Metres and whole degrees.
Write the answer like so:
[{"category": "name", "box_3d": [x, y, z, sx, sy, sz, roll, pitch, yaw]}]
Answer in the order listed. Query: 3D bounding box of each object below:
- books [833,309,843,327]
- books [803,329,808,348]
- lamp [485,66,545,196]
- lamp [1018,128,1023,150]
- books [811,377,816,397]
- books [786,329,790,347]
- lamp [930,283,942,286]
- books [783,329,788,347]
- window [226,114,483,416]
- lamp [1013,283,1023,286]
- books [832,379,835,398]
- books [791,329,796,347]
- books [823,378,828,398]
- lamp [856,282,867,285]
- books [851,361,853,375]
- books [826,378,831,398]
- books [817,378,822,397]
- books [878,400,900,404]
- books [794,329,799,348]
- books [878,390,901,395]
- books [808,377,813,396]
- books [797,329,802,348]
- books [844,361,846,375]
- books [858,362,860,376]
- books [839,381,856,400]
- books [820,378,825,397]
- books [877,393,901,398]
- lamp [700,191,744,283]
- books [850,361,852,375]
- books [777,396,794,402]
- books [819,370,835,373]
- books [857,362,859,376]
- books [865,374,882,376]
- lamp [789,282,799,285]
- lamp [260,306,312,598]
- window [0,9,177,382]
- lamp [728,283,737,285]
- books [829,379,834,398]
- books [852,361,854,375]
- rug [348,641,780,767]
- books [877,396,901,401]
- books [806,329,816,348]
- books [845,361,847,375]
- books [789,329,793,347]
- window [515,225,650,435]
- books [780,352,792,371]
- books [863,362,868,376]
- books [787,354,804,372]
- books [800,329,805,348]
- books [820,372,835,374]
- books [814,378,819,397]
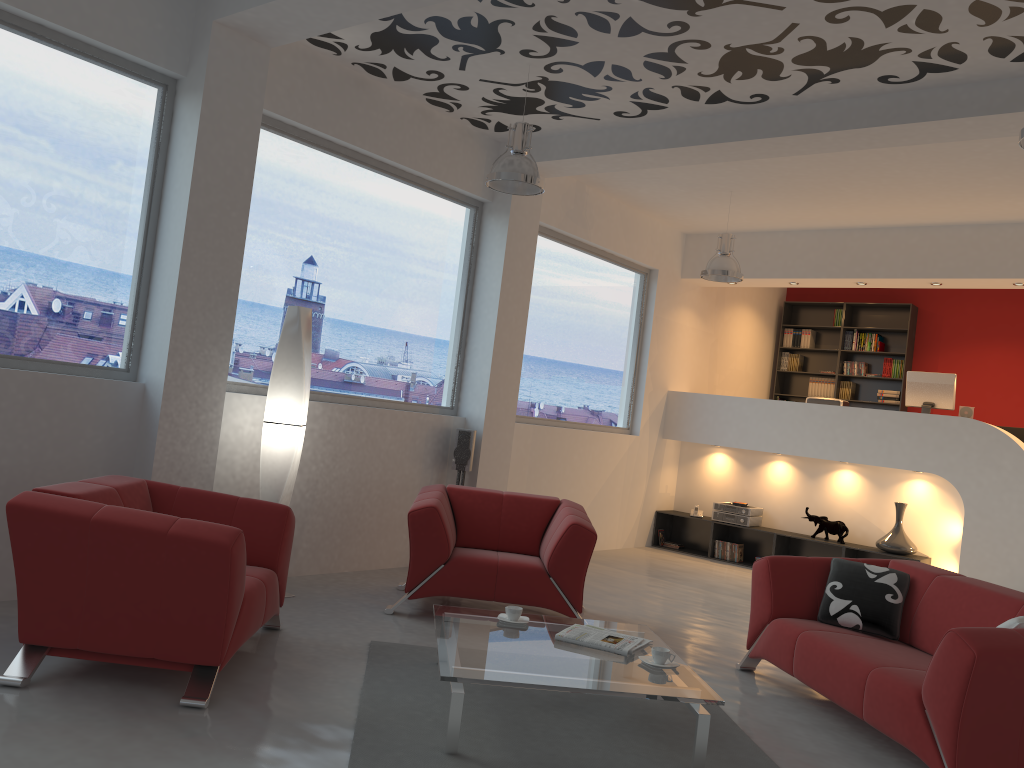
[{"category": "books", "box_3d": [4.324, -0.846, 11.640, 0.146, 0.240, 0.170, 6, -2, 39]}, {"category": "books", "box_3d": [3.968, -0.588, 11.877, 0.040, 0.260, 0.200, 6, -2, 39]}, {"category": "lamp", "box_3d": [0.066, -1.641, 5.635, 0.379, 0.800, 0.379, 8, -2, -22]}, {"category": "lamp", "box_3d": [2.398, -1.416, 3.746, 0.379, 0.800, 0.379, 6, -2, 32]}, {"category": "books", "box_3d": [4.025, 0.052, 11.749, 0.040, 0.260, 0.200, 6, -2, 39]}, {"category": "books", "box_3d": [3.779, -0.607, 12.029, 0.040, 0.260, 0.200, 6, -2, 39]}, {"category": "lamp", "box_3d": [4.057, -0.954, 8.479, 0.105, 0.011, 0.105, 6, -2, 28]}, {"category": "books", "box_3d": [3.748, -0.610, 12.055, 0.040, 0.260, 0.200, 6, -2, 39]}, {"category": "window", "box_3d": [-1.130, -0.747, 6.483, 0.100, 1.800, 2.400, 6, -2, 39]}, {"category": "lamp", "box_3d": [4.599, -0.902, 8.039, 0.105, 0.011, 0.105, 6, -2, 28]}, {"category": "books", "box_3d": [4.245, 0.073, 11.571, 0.040, 0.260, 0.200, 6, -2, 39]}, {"category": "books", "box_3d": [3.842, -0.601, 11.979, 0.040, 0.260, 0.200, 6, -2, 39]}, {"category": "books", "box_3d": [4.150, 0.064, 11.647, 0.040, 0.260, 0.200, 6, -2, 39]}, {"category": "lamp", "box_3d": [3.515, -1.007, 8.918, 0.105, 0.011, 0.105, 6, -2, 28]}, {"category": "books", "box_3d": [4.425, -0.191, 11.486, 0.031, 0.190, 0.135, 6, -2, 39]}, {"category": "books", "box_3d": [4.182, 0.067, 11.622, 0.040, 0.260, 0.200, 6, -2, 39]}, {"category": "books", "box_3d": [4.087, 0.058, 11.698, 0.040, 0.260, 0.200, 6, -2, 39]}, {"category": "books", "box_3d": [4.760, 0.233, 11.123, 0.260, 0.040, 0.200, 5, -2, 40]}, {"category": "books", "box_3d": [3.873, -0.598, 11.953, 0.040, 0.260, 0.200, 6, -2, 39]}, {"category": "books", "box_3d": [4.757, 0.112, 11.125, 0.260, 0.040, 0.200, 6, -2, 39]}, {"category": "books", "box_3d": [3.993, 0.049, 11.774, 0.040, 0.260, 0.200, 6, -2, 39]}, {"category": "books", "box_3d": [3.905, -0.594, 11.928, 0.040, 0.260, 0.200, 6, -2, 39]}, {"category": "books", "box_3d": [4.355, -0.197, 11.543, 0.031, 0.190, 0.135, 6, -2, 39]}, {"category": "books", "box_3d": [4.495, -0.184, 11.430, 0.031, 0.190, 0.135, 6, -2, 39]}, {"category": "books", "box_3d": [4.348, 0.094, 11.500, 0.146, 0.240, 0.170, 6, -2, 39]}, {"category": "books", "box_3d": [4.119, 0.061, 11.673, 0.040, 0.260, 0.200, 6, -2, 39]}, {"category": "books", "box_3d": [4.749, 0.151, 11.136, 0.260, 0.040, 0.200, 6, -2, 38]}, {"category": "lamp", "box_3d": [1.928, -1.341, 7.969, 0.379, 0.800, 0.379, 7, -2, 10]}, {"category": "books", "box_3d": [4.413, -0.192, 11.496, 0.031, 0.190, 0.135, 6, -2, 39]}, {"category": "books", "box_3d": [3.741, 0.329, 11.925, 0.341, 0.286, 0.231, 6, -2, 39]}, {"category": "books", "box_3d": [4.167, -0.158, 11.688, 0.190, 0.015, 0.135, 6, -2, 39]}, {"category": "books", "box_3d": [4.483, -0.185, 11.439, 0.031, 0.190, 0.135, 6, -2, 39]}, {"category": "books", "box_3d": [4.630, -0.113, 11.313, 0.190, 0.015, 0.135, 5, -2, 44]}, {"category": "lamp", "box_3d": [2.972, -1.059, 9.357, 0.105, 0.011, 0.105, 6, -2, 28]}, {"category": "lamp", "box_3d": [-1.423, 0.406, 5.480, 0.313, 1.779, 0.313, 6, -2, 31]}, {"category": "window", "box_3d": [-2.867, -1.027, 4.305, 0.100, 1.800, 2.400, 6, -2, 39]}, {"category": "lamp", "box_3d": [2.430, -1.111, 9.797, 0.105, 0.011, 0.105, 5, -2, 43]}, {"category": "books", "box_3d": [4.214, 0.070, 11.596, 0.040, 0.260, 0.200, 6, -2, 39]}, {"category": "books", "box_3d": [4.437, -0.190, 11.477, 0.031, 0.190, 0.135, 6, -2, 39]}, {"category": "rug", "box_3d": [0.189, 1.445, 3.903, 1.700, 0.025, 1.700, 7, -2, -6]}, {"category": "books", "box_3d": [4.749, 0.191, 11.133, 0.260, 0.040, 0.200, 6, -2, 39]}, {"category": "books", "box_3d": [3.999, -0.585, 11.851, 0.040, 0.260, 0.200, 6, -2, 39]}, {"category": "books", "box_3d": [4.367, -0.196, 11.533, 0.031, 0.190, 0.135, 6, -2, 39]}, {"category": "books", "box_3d": [3.811, -0.604, 12.004, 0.040, 0.260, 0.200, 6, -2, 39]}, {"category": "window", "box_3d": [0.608, -0.467, 8.661, 0.100, 1.800, 2.400, 6, -2, 39]}, {"category": "books", "box_3d": [3.734, -0.291, 12.040, 0.090, 0.256, 0.181, 6, -2, 39]}, {"category": "books", "box_3d": [4.541, -0.179, 11.392, 0.031, 0.190, 0.135, 6, -2, 39]}, {"category": "books", "box_3d": [3.826, -0.274, 11.964, 0.146, 0.240, 0.170, 6, -2, 39]}, {"category": "books", "box_3d": [3.936, -0.591, 11.902, 0.040, 0.260, 0.200, 6, -2, 39]}, {"category": "books", "box_3d": [4.180, -0.141, 11.676, 0.190, 0.015, 0.135, 6, -2, 39]}, {"category": "books", "box_3d": [4.056, 0.055, 11.724, 0.040, 0.260, 0.200, 6, -2, 39]}]
